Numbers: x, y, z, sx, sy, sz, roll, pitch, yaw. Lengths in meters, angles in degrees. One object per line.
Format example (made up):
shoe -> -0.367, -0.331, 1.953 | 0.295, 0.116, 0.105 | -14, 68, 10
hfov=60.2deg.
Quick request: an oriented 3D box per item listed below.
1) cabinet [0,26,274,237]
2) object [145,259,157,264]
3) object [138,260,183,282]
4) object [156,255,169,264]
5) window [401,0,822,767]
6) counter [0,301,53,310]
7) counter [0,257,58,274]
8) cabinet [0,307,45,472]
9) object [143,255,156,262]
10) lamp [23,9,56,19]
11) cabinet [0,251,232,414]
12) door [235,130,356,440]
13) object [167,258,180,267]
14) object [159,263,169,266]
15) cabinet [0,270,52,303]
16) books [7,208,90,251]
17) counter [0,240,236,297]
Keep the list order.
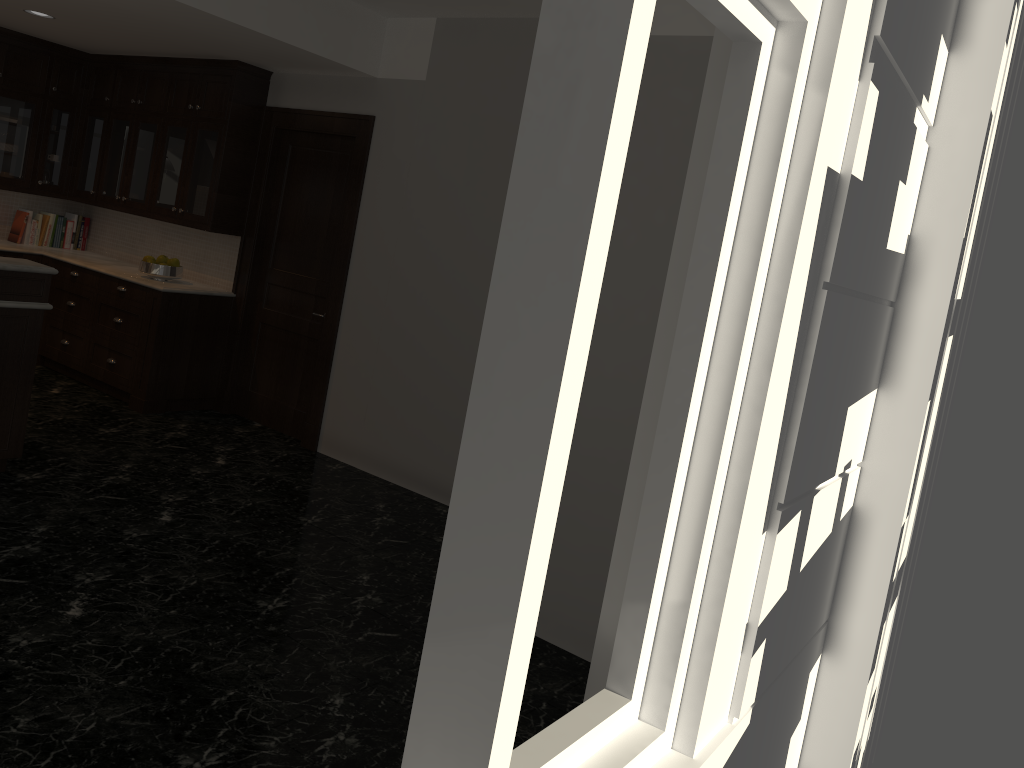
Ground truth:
cabinet -> -3.776, -1.960, 5.910 | 2.331, 1.247, 3.360 | 15, 9, 34
object -> -2.694, -0.884, 6.589 | 0.099, 0.096, 0.092 | 6, 7, -38
object -> -2.646, -0.849, 6.658 | 0.321, 0.121, 0.318 | 15, 9, 28
object -> -2.626, -0.920, 6.636 | 0.096, 0.099, 0.092 | 12, 6, 11
window -> -0.142, -0.252, 0.985 | 0.154, 2.188, 2.306 | 13, 6, 33
counter -> -3.595, -0.492, 3.658 | 1.065, 0.032, 2.863 | 16, 10, 33
counter -> -3.266, -0.586, 3.447 | 0.331, 0.032, 2.849 | 16, 10, 33
cabinet -> -3.677, -0.062, 3.688 | 1.036, 0.907, 2.842 | 15, 9, 34
object -> -2.734, -0.919, 6.648 | 0.091, 0.098, 0.094 | 11, 6, 2
lamp -> -3.175, -2.556, 5.948 | 0.197, 0.136, 0.200 | 8, 7, -21
cabinet -> -4.053, -0.465, 5.991 | 2.339, 0.875, 3.361 | 16, 10, 34
door -> -1.571, -0.738, 6.427 | 0.872, 2.173, 0.108 | 13, 4, 34
object -> -2.540, -0.898, 6.620 | 0.093, 0.098, 0.091 | 11, 6, 5
object -> -2.597, -0.854, 6.579 | 0.091, 0.097, 0.093 | 8, 6, -26
cabinet -> -3.290, -0.496, 3.443 | 0.295, 0.152, 2.831 | 15, 10, 33
books -> -4.014, -1.351, 7.664 | 0.196, 0.309, 0.602 | 14, 8, 33
counter -> -3.970, -0.912, 5.965 | 2.339, 0.032, 3.361 | 16, 10, 34
